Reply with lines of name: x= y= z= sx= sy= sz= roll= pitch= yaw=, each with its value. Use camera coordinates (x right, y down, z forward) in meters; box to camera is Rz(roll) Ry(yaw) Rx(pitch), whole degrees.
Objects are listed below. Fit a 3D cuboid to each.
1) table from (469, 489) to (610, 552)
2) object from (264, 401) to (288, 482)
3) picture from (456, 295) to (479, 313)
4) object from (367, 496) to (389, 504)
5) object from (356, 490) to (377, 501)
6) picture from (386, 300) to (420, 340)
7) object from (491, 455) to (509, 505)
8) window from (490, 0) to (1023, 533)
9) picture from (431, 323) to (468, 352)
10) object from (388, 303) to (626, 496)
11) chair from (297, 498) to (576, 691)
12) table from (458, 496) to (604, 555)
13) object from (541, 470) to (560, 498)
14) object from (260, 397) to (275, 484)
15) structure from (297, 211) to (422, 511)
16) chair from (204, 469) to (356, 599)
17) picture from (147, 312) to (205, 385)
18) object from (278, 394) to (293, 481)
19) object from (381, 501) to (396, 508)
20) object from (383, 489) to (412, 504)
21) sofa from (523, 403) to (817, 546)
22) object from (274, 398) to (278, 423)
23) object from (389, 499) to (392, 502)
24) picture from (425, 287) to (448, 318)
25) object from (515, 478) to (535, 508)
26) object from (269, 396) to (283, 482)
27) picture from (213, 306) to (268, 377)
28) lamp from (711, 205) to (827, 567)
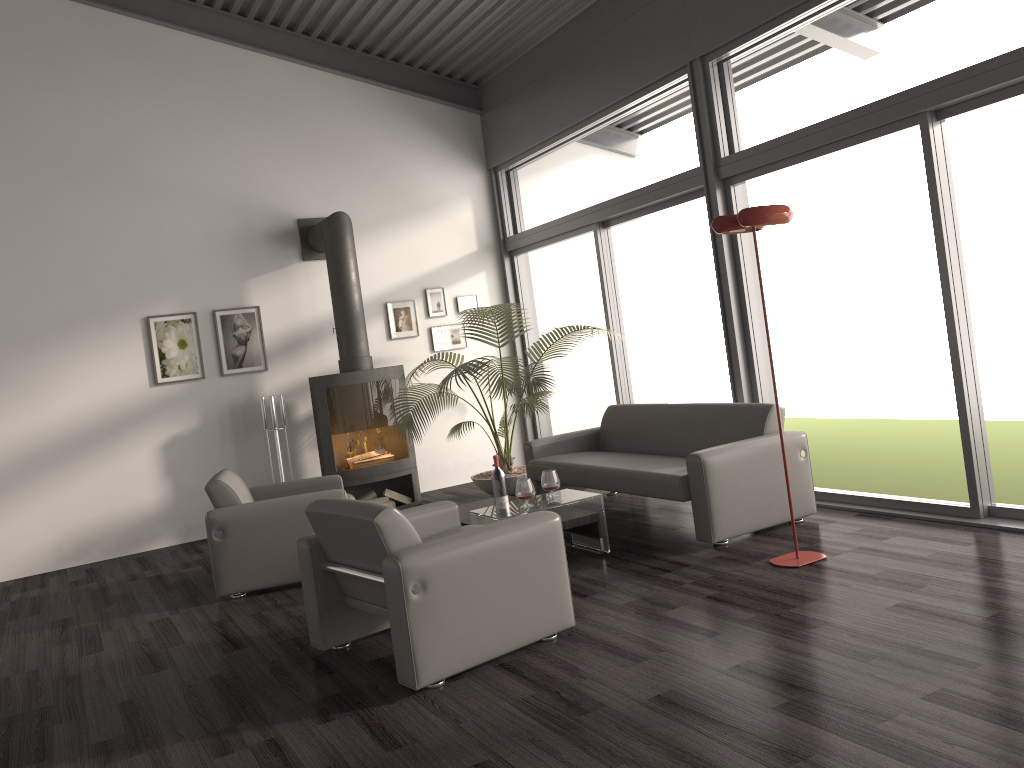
table: x=0.159 y=0.861 z=5.171 sx=0.682 sy=0.342 sz=0.399 roll=-9 pitch=2 yaw=-28
object: x=-1.963 y=0.659 z=7.506 sx=0.400 sy=1.125 sz=0.401 roll=-7 pitch=1 yaw=22
picture: x=-0.438 y=-0.794 z=8.786 sx=0.222 sy=0.166 sz=0.015 roll=-9 pitch=1 yaw=-28
object: x=-1.183 y=1.022 z=7.601 sx=0.258 sy=0.068 sz=0.072 roll=-9 pitch=2 yaw=-29
object: x=-1.304 y=1.029 z=7.638 sx=0.306 sy=0.192 sz=0.104 roll=-9 pitch=1 yaw=-26
picture: x=-1.041 y=-0.615 z=8.457 sx=0.289 sy=0.352 sz=0.015 roll=-8 pitch=1 yaw=-28
object: x=-0.077 y=0.622 z=5.457 sx=0.093 sy=0.370 sz=0.093 roll=-8 pitch=0 yaw=-29
window: x=2.360 y=-0.991 z=4.810 sx=0.386 sy=3.469 sz=9.730 roll=-8 pitch=2 yaw=-28
picture: x=-0.614 y=-0.457 z=8.671 sx=0.360 sy=0.244 sz=0.015 roll=-9 pitch=1 yaw=-28
object: x=-0.185 y=0.144 z=7.593 sx=1.722 sy=1.666 sz=2.115 roll=-9 pitch=2 yaw=-33
chair: x=-0.343 y=0.800 z=3.988 sx=0.912 sy=0.717 sz=0.961 roll=-9 pitch=2 yaw=-38
table: x=-0.020 y=0.925 z=5.524 sx=0.601 sy=0.250 sz=1.198 roll=-9 pitch=3 yaw=-28
object: x=0.231 y=0.595 z=5.291 sx=0.116 sy=0.155 sz=0.115 roll=-9 pitch=1 yaw=-37
object: x=-2.049 y=0.601 z=7.453 sx=0.042 sy=0.983 sz=0.116 roll=-7 pitch=0 yaw=38
structure: x=-1.525 y=-0.203 z=7.995 sx=0.820 sy=2.674 sz=1.114 roll=-8 pitch=1 yaw=-28
chair: x=-1.465 y=0.873 z=5.788 sx=0.911 sy=0.717 sz=0.963 roll=-8 pitch=2 yaw=-13
picture: x=-2.836 y=-0.304 z=7.491 sx=0.395 sy=0.577 sz=0.026 roll=-8 pitch=0 yaw=-28
object: x=-1.899 y=0.612 z=7.549 sx=0.074 sy=1.052 sz=0.145 roll=-8 pitch=0 yaw=23
object: x=-1.134 y=1.063 z=7.577 sx=0.267 sy=0.082 sz=0.092 roll=-9 pitch=2 yaw=-27
object: x=-1.000 y=0.986 z=7.736 sx=0.254 sy=0.186 sz=0.071 roll=-9 pitch=1 yaw=-27
sofa: x=0.921 y=0.540 z=6.029 sx=0.904 sy=0.717 sz=2.111 roll=-9 pitch=2 yaw=-28
object: x=-1.975 y=0.618 z=7.615 sx=0.041 sy=1.048 sz=0.113 roll=-8 pitch=0 yaw=17
object: x=-1.165 y=1.064 z=7.661 sx=0.266 sy=0.086 sz=0.085 roll=-9 pitch=2 yaw=-27
picture: x=-0.735 y=-0.794 z=8.630 sx=0.191 sy=0.280 sz=0.015 roll=-8 pitch=0 yaw=-28
object: x=0.077 y=0.625 z=5.093 sx=0.116 sy=0.155 sz=0.115 roll=-8 pitch=1 yaw=-19
object: x=-1.894 y=0.602 z=7.403 sx=0.166 sy=1.020 sz=0.078 roll=-8 pitch=0 yaw=24
picture: x=-2.367 y=-0.378 z=7.742 sx=0.395 sy=0.577 sz=0.026 roll=-8 pitch=0 yaw=-28
lamp: x=1.333 y=0.005 z=4.498 sx=0.365 sy=1.788 sz=0.352 roll=-8 pitch=0 yaw=-28
